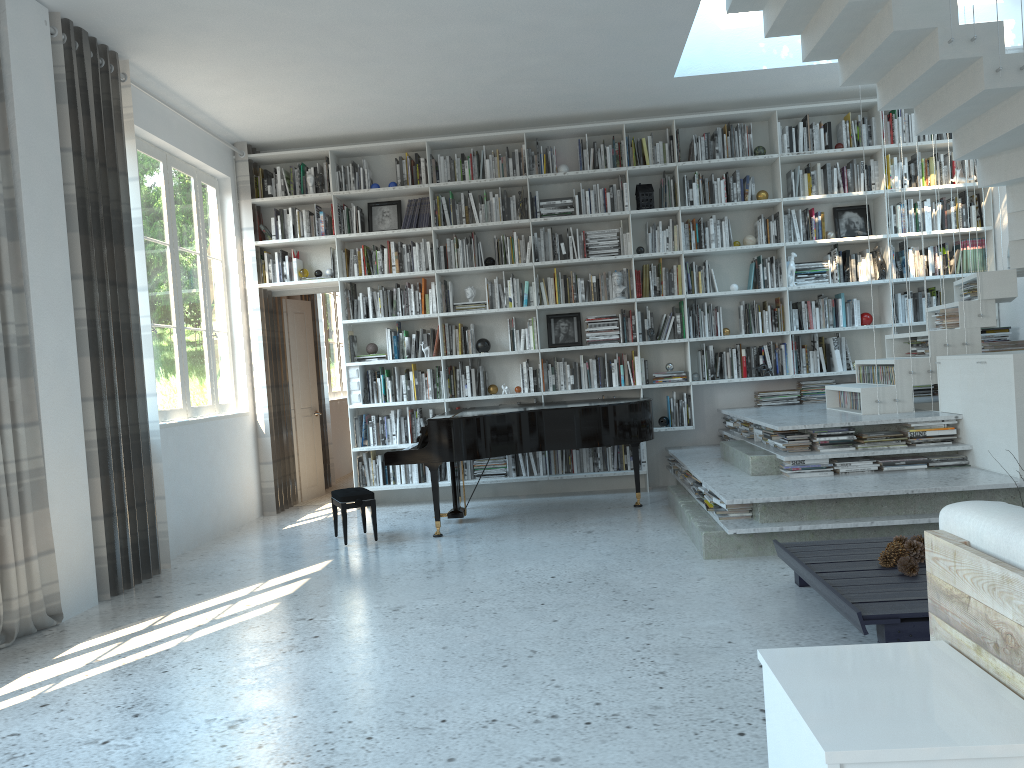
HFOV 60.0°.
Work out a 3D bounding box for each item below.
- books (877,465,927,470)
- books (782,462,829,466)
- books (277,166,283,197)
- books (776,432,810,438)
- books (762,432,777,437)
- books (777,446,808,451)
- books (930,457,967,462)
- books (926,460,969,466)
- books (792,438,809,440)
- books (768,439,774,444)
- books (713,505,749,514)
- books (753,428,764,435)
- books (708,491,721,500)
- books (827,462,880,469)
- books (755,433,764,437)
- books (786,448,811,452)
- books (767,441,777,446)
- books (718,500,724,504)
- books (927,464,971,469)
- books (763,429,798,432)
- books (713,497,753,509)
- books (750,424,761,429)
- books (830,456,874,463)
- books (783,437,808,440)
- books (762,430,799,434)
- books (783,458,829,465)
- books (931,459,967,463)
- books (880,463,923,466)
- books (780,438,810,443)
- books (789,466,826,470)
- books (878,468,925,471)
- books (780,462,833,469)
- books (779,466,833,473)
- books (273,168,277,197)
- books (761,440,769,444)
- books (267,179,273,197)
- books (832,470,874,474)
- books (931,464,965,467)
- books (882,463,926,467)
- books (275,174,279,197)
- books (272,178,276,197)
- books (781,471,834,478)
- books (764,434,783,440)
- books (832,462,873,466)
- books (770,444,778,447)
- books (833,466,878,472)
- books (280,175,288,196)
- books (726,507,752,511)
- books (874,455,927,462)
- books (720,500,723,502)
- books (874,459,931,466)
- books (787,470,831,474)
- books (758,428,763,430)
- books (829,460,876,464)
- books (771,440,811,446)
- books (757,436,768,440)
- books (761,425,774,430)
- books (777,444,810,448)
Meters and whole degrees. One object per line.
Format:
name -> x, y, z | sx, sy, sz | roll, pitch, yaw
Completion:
books -> 2.380, 0.503, 5.429 | 0.250, 0.018, 0.177 | -4, 1, 7
books -> 1.812, 0.488, 5.486 | 0.257, 0.010, 0.132 | -4, 1, 8
books -> -2.024, -1.757, 7.832 | 0.028, 0.283, 0.189 | -4, 1, 4
books -> 1.803, 0.327, 5.691 | 0.149, 0.014, 0.228 | -4, 1, 2
books -> 1.804, 0.334, 5.968 | 0.187, 0.009, 0.250 | -4, 1, 4
books -> 1.799, 0.407, 5.694 | 0.161, 0.014, 0.212 | -4, 1, 8
books -> 2.645, 0.456, 5.436 | 0.229, 0.014, 0.133 | -4, 1, 3
books -> 2.646, 0.478, 5.428 | 0.234, 0.017, 0.151 | -4, 1, 5
books -> 1.834, 0.346, 5.689 | 0.091, 0.011, 0.190 | -4, 1, 2
books -> 1.821, 0.377, 5.969 | 0.155, 0.028, 0.189 | -4, 1, 5
books -> 1.267, 0.725, 5.135 | 0.187, 0.017, 0.205 | -4, 1, 9
books -> 1.826, 0.331, 6.273 | 0.174, 0.029, 0.250 | -4, 1, 2
books -> 1.259, 0.639, 5.133 | 0.192, 0.014, 0.256 | -4, 1, 0
books -> 2.096, 0.500, 5.459 | 0.272, 0.012, 0.158 | -4, 1, 2
books -> 1.822, 0.353, 6.274 | 0.178, 0.015, 0.187 | -4, 1, 9
books -> 1.816, 0.417, 5.693 | 0.144, 0.009, 0.249 | -4, 1, 4
books -> 1.817, 0.395, 5.970 | 0.154, 0.007, 0.292 | -4, 1, 7
books -> 1.275, 0.662, 5.132 | 0.165, 0.015, 0.243 | -4, 1, 8
books -> 2.647, 0.500, 5.422 | 0.261, 0.006, 0.151 | -4, 1, 0
books -> 1.805, 0.307, 5.968 | 0.171, 0.007, 0.260 | -4, 1, 2
books -> 1.276, 0.683, 5.133 | 0.156, 0.027, 0.287 | -4, 1, -1
books -> 1.810, 0.293, 6.273 | 0.192, 0.014, 0.256 | -4, 1, 0
books -> 2.094, 0.465, 5.465 | 0.220, 0.013, 0.149 | -4, 1, 3
books -> 1.807, 0.338, 5.691 | 0.132, 0.009, 0.269 | -4, 1, 8
books -> 1.805, 0.317, 5.968 | 0.168, 0.013, 0.281 | -4, 1, 1
books -> 1.810, 0.471, 5.472 | 0.234, 0.025, 0.157 | -4, 1, -1
books -> 2.645, 0.466, 5.431 | 0.225, 0.007, 0.133 | -4, 1, 8
books -> 2.380, 0.484, 5.452 | 0.273, 0.009, 0.129 | -4, 1, 7
books -> 1.813, 0.359, 5.691 | 0.137, 0.012, 0.242 | -4, 1, 5
books -> 1.813, 0.512, 5.471 | 0.210, 0.012, 0.168 | -4, 1, 8
books -> 2.383, 0.516, 5.450 | 0.249, 0.009, 0.144 | -4, 1, 3
books -> 1.812, 0.500, 5.474 | 0.292, 0.012, 0.159 | -4, 1, 7
books -> 1.814, 0.526, 5.478 | 0.285, 0.008, 0.159 | -4, 1, 2
books -> -2.067, -1.753, 7.837 | 0.010, 0.281, 0.160 | -4, 1, 4
books -> 1.846, 0.404, 6.274 | 0.132, 0.016, 0.262 | -4, 1, 9
books -> -2.114, -1.702, 7.833 | 0.028, 0.186, 0.182 | -4, 1, 4
books -> 2.099, 0.533, 5.464 | 0.208, 0.015, 0.152 | -4, 1, 2
books -> 2.646, 0.492, 5.426 | 0.179, 0.010, 0.160 | -4, 1, 4
books -> 2.380, 0.491, 5.435 | 0.254, 0.005, 0.161 | -4, 1, 0
books -> -2.047, -1.727, 7.845 | 0.024, 0.227, 0.157 | -4, 1, 4
books -> -2.083, -1.709, 7.856 | 0.031, 0.196, 0.145 | -4, 1, 4
books -> 1.814, 0.548, 5.458 | 0.262, 0.023, 0.200 | -4, 1, 2
books -> 1.810, 0.351, 5.969 | 0.177, 0.026, 0.230 | -4, 1, 4
books -> 2.096, 0.485, 5.470 | 0.211, 0.018, 0.134 | -4, 1, 7
books -> 1.822, 0.409, 5.970 | 0.142, 0.020, 0.230 | -4, 1, 9
books -> 2.097, 0.516, 5.449 | 0.232, 0.019, 0.169 | -4, 1, -1
books -> -1.994, -1.720, 7.822 | 0.030, 0.206, 0.175 | -4, 1, 4
books -> 1.298, 0.705, 5.132 | 0.137, 0.019, 0.224 | -4, 1, 5
books -> 2.370, 0.459, 5.435 | 0.275, 0.009, 0.176 | -4, 1, 4
books -> 1.267, 0.650, 5.132 | 0.176, 0.010, 0.266 | -4, 1, 0
books -> 2.378, 0.471, 5.426 | 0.287, 0.018, 0.190 | -4, 1, 3
books -> 1.814, 0.533, 5.478 | 0.264, 0.006, 0.164 | -4, 1, 5
books -> 1.835, 0.307, 6.272 | 0.145, 0.017, 0.208 | -4, 1, -1
books -> 2.095, 0.474, 5.464 | 0.242, 0.005, 0.152 | -4, 1, 5
books -> 1.790, 0.373, 5.693 | 0.184, 0.014, 0.297 | -4, 1, 3
books -> 1.835, 0.372, 6.274 | 0.167, 0.024, 0.192 | -4, 1, 5
books -> 1.789, 0.286, 5.968 | 0.189, 0.022, 0.237 | -4, 1, 9
books -> 1.804, 0.392, 5.693 | 0.152, 0.015, 0.208 | -4, 1, 1
